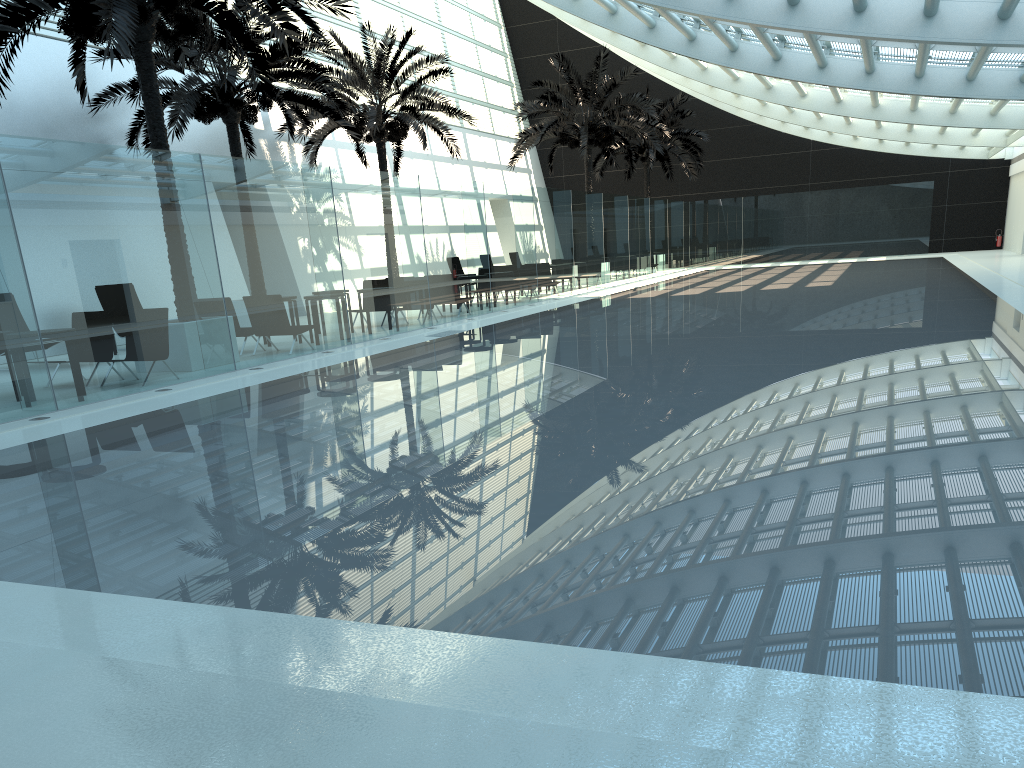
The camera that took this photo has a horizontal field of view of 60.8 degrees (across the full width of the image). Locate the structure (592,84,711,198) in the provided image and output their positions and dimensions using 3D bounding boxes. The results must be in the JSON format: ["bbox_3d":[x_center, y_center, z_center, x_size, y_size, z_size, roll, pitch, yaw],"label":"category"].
[{"bbox_3d":[5.622,-8.159,35.109,4.460,7.329,4.589,-3,15,2],"label":"structure"}]

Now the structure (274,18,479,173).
[{"bbox_3d":[-3.454,-5.547,22.815,4.551,7.199,4.168,-14,18,-32],"label":"structure"}]

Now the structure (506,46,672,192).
[{"bbox_3d":[2.482,-6.835,28.004,4.819,7.330,4.245,1,16,16],"label":"structure"}]

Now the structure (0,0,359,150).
[{"bbox_3d":[-4.836,-3.723,11.280,4.748,7.330,4.312,9,20,40],"label":"structure"}]

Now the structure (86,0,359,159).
[{"bbox_3d":[-5.557,-4.542,17.505,4.645,7.136,4.082,-3,16,2],"label":"structure"}]
